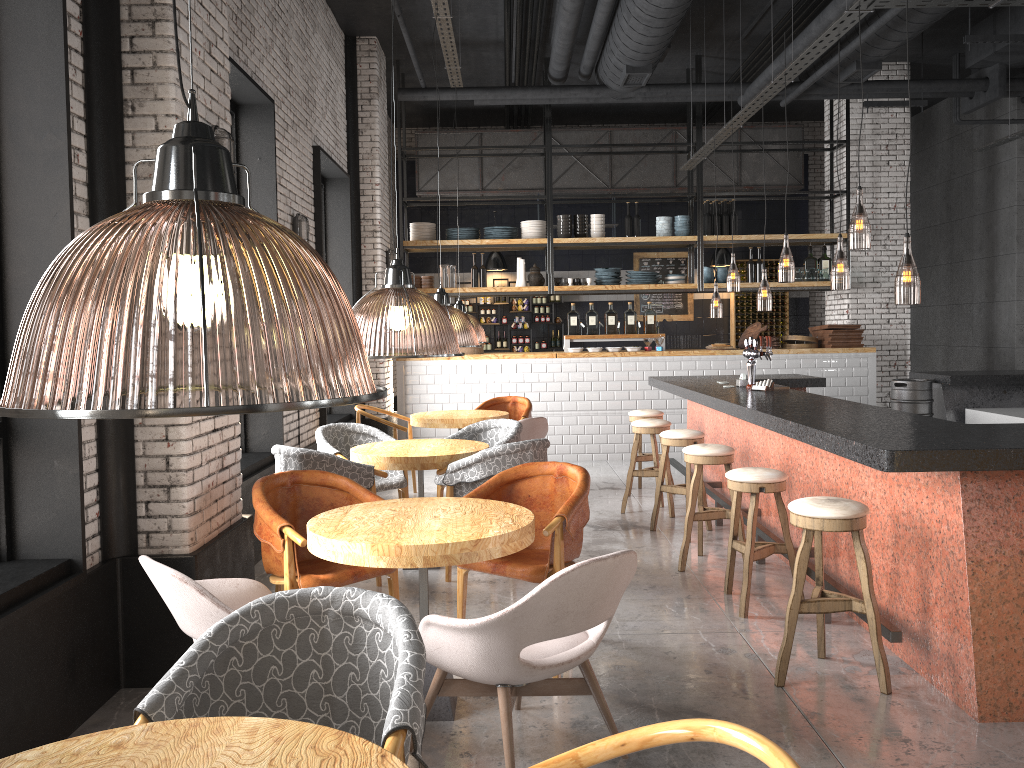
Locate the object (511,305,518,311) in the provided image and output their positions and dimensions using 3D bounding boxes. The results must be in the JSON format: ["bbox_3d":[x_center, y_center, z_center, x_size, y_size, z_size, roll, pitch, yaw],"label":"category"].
[{"bbox_3d":[0.043,-1.246,14.469,0.089,0.108,0.107,-3,3,-40],"label":"object"}]

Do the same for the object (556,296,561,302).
[{"bbox_3d":[0.750,-1.480,14.467,0.079,0.280,0.079,-1,2,-7],"label":"object"}]

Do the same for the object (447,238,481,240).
[{"bbox_3d":[-0.629,-1.845,11.457,0.454,0.033,0.454,-1,3,8],"label":"object"}]

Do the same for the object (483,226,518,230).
[{"bbox_3d":[-0.143,-1.995,11.454,0.454,0.039,0.454,0,4,19],"label":"object"}]

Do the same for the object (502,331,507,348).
[{"bbox_3d":[-0.117,-0.725,14.490,0.079,0.280,0.079,-2,3,-31],"label":"object"}]

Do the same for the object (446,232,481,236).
[{"bbox_3d":[-0.630,-1.916,11.455,0.454,0.038,0.454,-2,4,-23],"label":"object"}]

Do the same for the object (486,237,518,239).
[{"bbox_3d":[-0.141,-1.854,11.459,0.454,0.033,0.454,-1,3,8],"label":"object"}]

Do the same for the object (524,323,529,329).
[{"bbox_3d":[0.239,-0.958,14.483,0.092,0.112,0.100,-2,3,-14],"label":"object"}]

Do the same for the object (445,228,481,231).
[{"bbox_3d":[-0.632,-1.988,11.451,0.454,0.050,0.454,0,3,13],"label":"object"}]

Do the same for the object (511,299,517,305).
[{"bbox_3d":[0.037,-1.349,14.463,0.092,0.112,0.100,-2,3,-14],"label":"object"}]

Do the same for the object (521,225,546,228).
[{"bbox_3d":[0.277,-2.016,11.456,0.335,0.041,0.335,-3,4,-31],"label":"object"}]

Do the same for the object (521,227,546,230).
[{"bbox_3d":[0.277,-1.997,11.456,0.334,0.042,0.335,-2,3,-17],"label":"object"}]

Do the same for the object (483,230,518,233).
[{"bbox_3d":[-0.142,-1.948,11.456,0.454,0.037,0.454,2,5,44],"label":"object"}]

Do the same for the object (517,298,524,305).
[{"bbox_3d":[0.143,-1.349,14.465,0.089,0.108,0.107,-3,3,-40],"label":"object"}]

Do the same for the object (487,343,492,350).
[{"bbox_3d":[-0.367,-0.612,14.478,0.076,0.111,0.076,-1,3,5],"label":"object"}]

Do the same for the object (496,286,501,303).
[{"bbox_3d":[-0.229,-1.463,14.463,0.079,0.280,0.079,-1,2,3],"label":"object"}]

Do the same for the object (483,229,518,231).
[{"bbox_3d":[-0.142,-1.973,11.454,0.454,0.050,0.454,-3,4,-25],"label":"object"}]

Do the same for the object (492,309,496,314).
[{"bbox_3d":[-0.294,-1.182,14.454,0.071,0.083,0.071,-1,3,-10],"label":"object"}]

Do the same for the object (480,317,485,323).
[{"bbox_3d":[-0.478,-1.048,14.472,0.092,0.112,0.100,-2,3,-14],"label":"object"}]

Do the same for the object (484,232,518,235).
[{"bbox_3d":[-0.142,-1.925,11.457,0.454,0.038,0.454,-1,3,1],"label":"object"}]

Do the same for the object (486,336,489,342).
[{"bbox_3d":[-0.411,-0.722,14.475,0.076,0.111,0.076,-1,3,-5],"label":"object"}]

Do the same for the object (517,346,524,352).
[{"bbox_3d":[0.143,-0.575,14.494,0.092,0.108,0.105,0,3,11],"label":"object"}]

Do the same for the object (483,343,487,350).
[{"bbox_3d":[-0.448,-0.610,14.476,0.076,0.111,0.076,-2,3,-25],"label":"object"}]

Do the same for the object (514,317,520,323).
[{"bbox_3d":[0.079,-1.051,14.489,0.090,0.101,0.111,-3,3,-34],"label":"object"}]

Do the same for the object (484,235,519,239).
[{"bbox_3d":[-0.140,-1.878,11.459,0.454,0.045,0.454,-3,4,-25],"label":"object"}]

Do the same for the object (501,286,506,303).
[{"bbox_3d":[-0.135,-1.465,14.464,0.079,0.280,0.079,-2,2,-21],"label":"object"}]

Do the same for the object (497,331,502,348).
[{"bbox_3d":[-0.212,-0.723,14.489,0.079,0.280,0.079,-1,2,8],"label":"object"}]

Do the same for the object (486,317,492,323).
[{"bbox_3d":[-0.372,-1.048,14.473,0.089,0.108,0.107,-3,3,-40],"label":"object"}]

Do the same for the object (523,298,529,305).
[{"bbox_3d":[0.235,-1.350,14.466,0.092,0.108,0.105,0,3,11],"label":"object"}]

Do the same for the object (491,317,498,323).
[{"bbox_3d":[-0.280,-1.050,14.474,0.092,0.108,0.105,0,3,11],"label":"object"}]

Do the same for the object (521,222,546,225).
[{"bbox_3d":[0.277,-2.055,11.454,0.335,0.039,0.335,-3,4,-25],"label":"object"}]

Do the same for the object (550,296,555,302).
[{"bbox_3d":[0.656,-1.479,14.467,0.079,0.280,0.079,-2,2,-26],"label":"object"}]

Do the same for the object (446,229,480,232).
[{"bbox_3d":[-0.632,-1.964,11.453,0.454,0.047,0.454,-1,3,-3],"label":"object"}]

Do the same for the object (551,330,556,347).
[{"bbox_3d":[0.674,-0.739,14.492,0.079,0.280,0.079,0,2,18],"label":"object"}]

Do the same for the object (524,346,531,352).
[{"bbox_3d":[0.250,-0.577,14.494,0.089,0.108,0.107,-3,3,-40],"label":"object"}]

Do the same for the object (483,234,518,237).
[{"bbox_3d":[-0.142,-1.902,11.457,0.454,0.042,0.454,-4,4,-40],"label":"object"}]

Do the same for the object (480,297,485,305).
[{"bbox_3d":[-0.488,-1.373,14.446,0.079,0.156,0.079,0,3,30],"label":"object"}]

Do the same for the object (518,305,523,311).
[{"bbox_3d":[0.141,-1.249,14.468,0.092,0.112,0.100,-2,3,-14],"label":"object"}]

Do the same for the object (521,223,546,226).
[{"bbox_3d":[0.277,-2.036,11.456,0.335,0.044,0.334,-3,4,-30],"label":"object"}]

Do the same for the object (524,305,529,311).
[{"bbox_3d":[0.236,-1.249,14.470,0.092,0.108,0.105,0,3,11],"label":"object"}]

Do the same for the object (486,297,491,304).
[{"bbox_3d":[-0.380,-1.375,14.447,0.079,0.156,0.079,-2,2,-15],"label":"object"}]

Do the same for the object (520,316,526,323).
[{"bbox_3d":[0.178,-1.053,14.490,0.090,0.101,0.111,-3,3,-34],"label":"object"}]

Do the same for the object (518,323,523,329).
[{"bbox_3d":[0.137,-0.951,14.493,0.090,0.101,0.111,-3,3,-34],"label":"object"}]

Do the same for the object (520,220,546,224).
[{"bbox_3d":[0.277,-2.075,11.454,0.335,0.039,0.335,-3,4,-26],"label":"object"}]

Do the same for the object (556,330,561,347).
[{"bbox_3d":[0.765,-0.741,14.495,0.079,0.280,0.079,-1,2,3],"label":"object"}]

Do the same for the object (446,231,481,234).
[{"bbox_3d":[-0.631,-1.940,11.453,0.454,0.043,0.454,-1,3,5],"label":"object"}]

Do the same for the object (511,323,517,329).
[{"bbox_3d":[0.024,-0.953,14.482,0.119,0.111,0.085,-3,3,-31],"label":"object"}]

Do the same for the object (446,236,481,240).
[{"bbox_3d":[-0.630,-1.869,11.457,0.454,0.043,0.454,-1,3,2],"label":"object"}]

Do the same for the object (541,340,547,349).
[{"bbox_3d":[0.522,-0.643,14.501,0.100,0.139,0.088,-1,2,1],"label":"object"}]

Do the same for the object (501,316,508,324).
[{"bbox_3d":[-0.122,-1.046,14.483,0.100,0.139,0.088,-1,2,1],"label":"object"}]

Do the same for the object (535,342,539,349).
[{"bbox_3d":[0.410,-0.626,14.480,0.076,0.111,0.076,-3,3,-35],"label":"object"}]

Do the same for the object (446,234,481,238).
[{"bbox_3d":[-0.631,-1.893,11.456,0.454,0.044,0.454,-1,3,-5],"label":"object"}]

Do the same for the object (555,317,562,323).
[{"bbox_3d":[0.760,-1.045,14.479,0.089,0.108,0.107,-3,3,-40],"label":"object"}]

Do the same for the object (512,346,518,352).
[{"bbox_3d":[0.047,-0.576,14.492,0.092,0.112,0.100,-2,3,-14],"label":"object"}]
